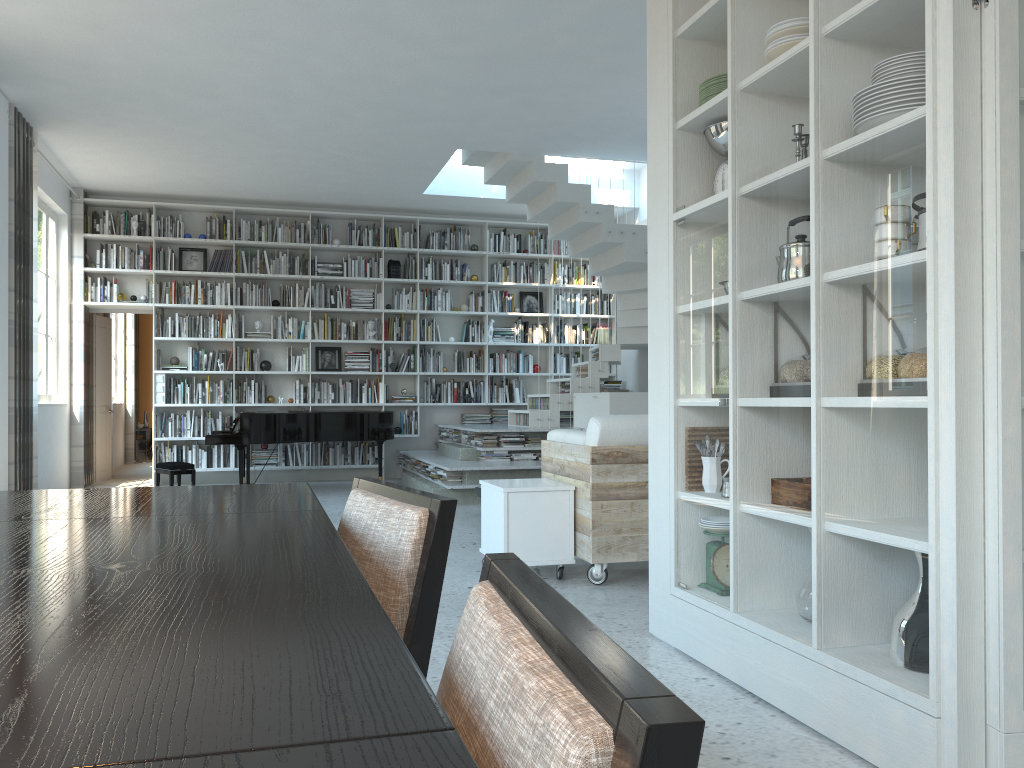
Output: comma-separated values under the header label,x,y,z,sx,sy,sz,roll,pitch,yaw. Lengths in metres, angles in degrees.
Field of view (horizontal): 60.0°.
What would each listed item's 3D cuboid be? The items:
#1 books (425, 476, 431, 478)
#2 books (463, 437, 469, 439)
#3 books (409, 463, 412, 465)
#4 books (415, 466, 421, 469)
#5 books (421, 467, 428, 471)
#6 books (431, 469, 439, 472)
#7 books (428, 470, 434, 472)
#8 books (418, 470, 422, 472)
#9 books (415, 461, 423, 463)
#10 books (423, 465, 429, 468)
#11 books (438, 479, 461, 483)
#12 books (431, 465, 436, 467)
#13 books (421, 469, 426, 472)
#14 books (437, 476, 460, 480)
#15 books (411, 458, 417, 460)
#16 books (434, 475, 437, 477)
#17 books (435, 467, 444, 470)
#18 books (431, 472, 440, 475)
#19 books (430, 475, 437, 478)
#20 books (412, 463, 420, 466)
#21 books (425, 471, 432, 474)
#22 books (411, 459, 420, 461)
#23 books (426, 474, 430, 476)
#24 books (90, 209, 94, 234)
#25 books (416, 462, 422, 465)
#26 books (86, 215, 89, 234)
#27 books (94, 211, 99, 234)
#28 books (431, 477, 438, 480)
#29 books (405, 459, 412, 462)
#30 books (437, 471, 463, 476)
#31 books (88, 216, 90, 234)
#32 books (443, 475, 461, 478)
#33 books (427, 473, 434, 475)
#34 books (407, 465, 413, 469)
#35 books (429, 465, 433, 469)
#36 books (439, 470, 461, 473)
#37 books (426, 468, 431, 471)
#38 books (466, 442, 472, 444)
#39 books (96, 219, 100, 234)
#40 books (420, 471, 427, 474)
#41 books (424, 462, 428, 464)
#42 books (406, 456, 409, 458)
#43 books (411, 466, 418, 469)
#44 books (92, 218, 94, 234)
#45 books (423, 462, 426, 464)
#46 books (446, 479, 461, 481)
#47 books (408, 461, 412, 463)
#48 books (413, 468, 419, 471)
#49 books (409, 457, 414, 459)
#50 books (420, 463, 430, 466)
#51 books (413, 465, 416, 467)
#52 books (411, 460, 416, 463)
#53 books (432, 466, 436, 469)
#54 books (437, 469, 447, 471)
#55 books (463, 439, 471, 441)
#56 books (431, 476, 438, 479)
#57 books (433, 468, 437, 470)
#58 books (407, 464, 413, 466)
label,x,y,z,sx,sy,sz,roll,pitch,yaw
books,-0.754,0.917,8.792,0.193,0.005,0.225,0,-1,-20
books,-0.429,0.579,9.490,0.178,0.015,0.187,0,-1,-11
books,-1.063,0.900,9.991,0.149,0.007,0.300,0,-1,-16
books,-0.912,0.881,9.388,0.182,0.013,0.287,0,-1,-15
books,-0.824,0.866,9.091,0.160,0.025,0.244,0,-1,-21
books,-0.664,0.831,8.506,0.168,0.013,0.281,0,-1,-21
books,-0.743,0.859,8.796,0.171,0.007,0.260,0,-1,-13
books,-0.910,0.920,9.388,0.161,0.008,0.254,0,-1,-11
books,-0.914,0.824,9.387,0.179,0.012,0.249,0,-1,-19
books,-0.814,0.845,9.094,0.142,0.017,0.239,0,-1,-20
books,-0.581,0.899,8.212,0.184,0.017,0.230,0,-1,-14
books,-0.666,0.784,8.505,0.182,0.016,0.256,0,-1,-13
books,-0.826,0.884,9.090,0.177,0.011,0.220,0,-1,-14
books,-0.587,0.867,8.211,0.187,0.017,0.205,0,-1,-11
books,-0.993,0.815,9.687,0.174,0.011,0.227,0,-1,-17
books,-0.653,0.880,8.508,0.170,0.006,0.268,0,-1,-16
books,-0.589,0.781,8.211,0.192,0.014,0.256,0,-1,-20
books,-0.665,0.856,8.505,0.191,0.015,0.246,0,-1,-15
books,-0.668,0.886,8.504,0.191,0.006,0.275,0,-1,-14
books,-0.991,0.878,9.687,0.159,0.011,0.246,0,-1,-20
books,-0.748,0.878,8.794,0.189,0.013,0.215,0,-1,-18
books,-0.995,0.828,9.687,0.171,0.015,0.253,0,-1,-19
books,-0.738,0.904,8.797,0.171,0.005,0.297,0,-1,-17
books,-4.611,-1.757,9.739,0.014,0.286,0.175,0,-1,-16
books,-0.911,0.837,9.388,0.165,0.014,0.235,0,-1,-21
books,-4.656,-1.728,9.746,0.024,0.228,0.130,0,-1,-16
books,-4.568,-1.749,9.749,0.025,0.269,0.177,0,-1,-16
books,-0.672,0.906,8.503,0.191,0.016,0.209,0,-1,-11
books,-1.083,0.857,9.985,0.180,0.015,0.294,0,-1,-18
books,-0.575,0.826,8.214,0.156,0.027,0.287,0,-1,-21
books,-4.631,-1.726,9.743,0.023,0.223,0.151,0,-1,-16
books,-0.556,0.849,8.220,0.137,0.019,0.224,0,-1,-15
books,-0.743,0.889,8.796,0.180,0.008,0.267,0,-1,-17
books,-1.083,0.931,9.985,0.177,0.026,0.230,0,-1,-13
books,-0.731,0.824,8.800,0.141,0.028,0.222,0,-1,-21
books,-0.576,0.805,8.214,0.165,0.015,0.243,0,-1,-12
books,-0.745,0.847,8.795,0.180,0.017,0.182,0,-1,-19
books,-0.410,0.631,9.495,0.132,0.016,0.262,0,-1,-11
books,-4.542,-1.707,9.757,0.028,0.186,0.182,0,-1,-16
books,-0.835,0.902,9.087,0.189,0.009,0.291,0,-1,-13
books,-0.816,0.803,9.093,0.160,0.008,0.239,0,-1,-15
books,-1.143,0.842,10.289,0.135,0.014,0.297,0,-1,-15
books,-0.990,0.910,9.687,0.159,0.012,0.292,0,-1,-19
books,-4.593,-1.712,9.747,0.024,0.195,0.167,0,-1,-16
books,-0.813,0.811,9.094,0.157,0.007,0.268,0,-1,-16
books,-0.552,0.883,8.221,0.132,0.014,0.205,0,-1,-16
books,-1.080,0.875,9.986,0.171,0.020,0.193,0,-1,-12
books,-0.987,0.931,9.688,0.157,0.014,0.180,0,-1,-19
books,-1.007,0.806,9.684,0.193,0.005,0.225,0,-1,-20
books,-0.826,0.821,9.090,0.170,0.014,0.281,0,-1,-19
books,-0.986,0.898,9.689,0.165,0.012,0.205,0,-1,-16
books,-1.003,0.843,9.684,0.182,0.016,0.199,0,-1,-11
books,-0.665,0.797,8.505,0.178,0.010,0.196,0,-1,-11
books,-0.582,0.793,8.213,0.176,0.010,0.266,0,-1,-20
books,-0.418,0.598,9.493,0.167,0.024,0.192,0,-1,-15
books,-0.662,0.893,8.506,0.178,0.009,0.276,0,-1,-18
books,-0.656,0.813,8.508,0.175,0.006,0.251,0,-1,-16
books,-1.076,0.911,9.987,0.172,0.014,0.221,0,-1,-15
